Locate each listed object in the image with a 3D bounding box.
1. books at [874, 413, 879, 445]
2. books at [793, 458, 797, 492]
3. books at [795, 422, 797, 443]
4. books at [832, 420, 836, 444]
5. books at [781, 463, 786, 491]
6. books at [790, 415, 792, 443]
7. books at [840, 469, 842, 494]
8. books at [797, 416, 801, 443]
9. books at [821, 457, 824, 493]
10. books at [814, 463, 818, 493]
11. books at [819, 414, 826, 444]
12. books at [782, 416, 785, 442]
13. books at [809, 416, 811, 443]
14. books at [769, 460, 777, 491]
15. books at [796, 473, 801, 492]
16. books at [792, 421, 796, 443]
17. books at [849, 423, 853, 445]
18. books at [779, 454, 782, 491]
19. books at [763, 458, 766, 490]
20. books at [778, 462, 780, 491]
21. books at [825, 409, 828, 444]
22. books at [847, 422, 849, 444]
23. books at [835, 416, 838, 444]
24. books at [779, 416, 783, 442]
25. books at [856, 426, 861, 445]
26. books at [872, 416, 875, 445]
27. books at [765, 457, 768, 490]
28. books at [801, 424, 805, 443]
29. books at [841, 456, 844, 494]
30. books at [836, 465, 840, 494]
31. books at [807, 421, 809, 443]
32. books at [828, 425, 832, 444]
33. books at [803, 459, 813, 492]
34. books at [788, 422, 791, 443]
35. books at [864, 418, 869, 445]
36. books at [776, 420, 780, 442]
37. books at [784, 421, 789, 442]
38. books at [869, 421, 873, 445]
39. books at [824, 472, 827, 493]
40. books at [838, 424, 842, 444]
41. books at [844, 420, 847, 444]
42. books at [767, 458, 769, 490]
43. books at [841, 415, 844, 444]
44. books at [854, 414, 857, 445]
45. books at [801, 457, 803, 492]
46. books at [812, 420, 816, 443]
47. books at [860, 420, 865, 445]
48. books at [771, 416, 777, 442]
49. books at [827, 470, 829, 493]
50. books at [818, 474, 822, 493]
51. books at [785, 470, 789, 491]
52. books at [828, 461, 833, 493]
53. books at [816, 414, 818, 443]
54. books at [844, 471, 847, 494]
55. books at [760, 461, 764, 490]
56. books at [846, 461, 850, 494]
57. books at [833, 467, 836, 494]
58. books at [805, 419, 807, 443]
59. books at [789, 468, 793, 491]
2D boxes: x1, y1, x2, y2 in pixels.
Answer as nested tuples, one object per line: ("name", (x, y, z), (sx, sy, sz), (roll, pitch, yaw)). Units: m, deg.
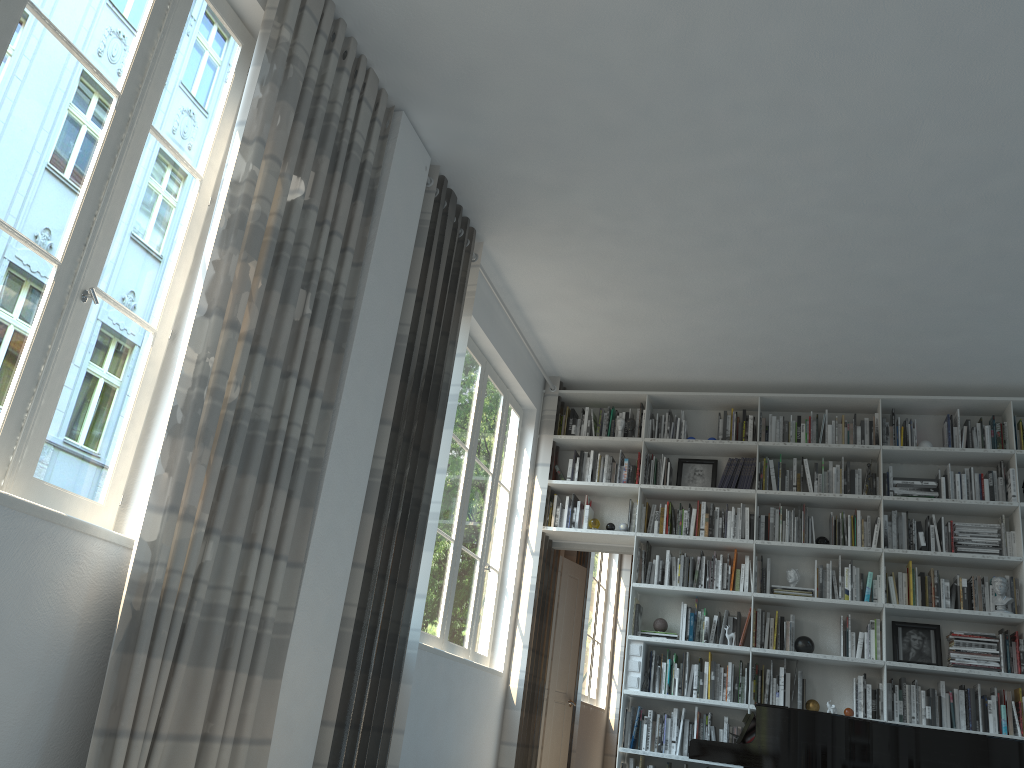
("books", (2.660, 0.378, 6.480), (0.026, 0.287, 0.176), (1, -22, 18))
("books", (2.080, 0.709, 6.525), (0.023, 0.292, 0.156), (1, -22, 18))
("books", (2.132, 0.413, 6.656), (0.012, 0.215, 0.151), (1, -22, 18))
("books", (2.382, 0.404, 6.571), (0.026, 0.235, 0.135), (1, -22, 18))
("books", (1.999, 0.729, 6.534), (0.031, 0.241, 0.182), (1, -22, 18))
("books", (2.096, 0.384, 6.660), (0.010, 0.263, 0.161), (1, -22, 18))
("books", (2.378, 0.743, 6.422), (0.013, 0.230, 0.142), (1, -22, 18))
("books", (2.154, 0.389, 6.658), (0.028, 0.267, 0.152), (1, -22, 18))
("books", (2.266, 0.705, 6.469), (0.012, 0.306, 0.145), (1, -22, 18))
("books", (2.220, 0.727, 6.482), (0.027, 0.264, 0.169), (1, -22, 18))
("books", (2.300, 0.380, 6.591), (0.052, 0.271, 0.173), (1, -22, 18))
("books", (2.042, 0.389, 6.672), (0.012, 0.249, 0.174), (1, -22, 18))
("books", (2.220, 0.390, 6.615), (0.013, 0.250, 0.184), (1, -22, 18))
("books", (1.938, 0.719, 6.574), (0.067, 0.273, 0.168), (1, -22, 18))
("books", (2.102, 0.765, 6.505), (0.034, 0.179, 0.160), (1, -22, 18))
("books", (2.118, 0.408, 6.672), (0.025, 0.234, 0.130), (1, -22, 18))
("books", (2.485, 0.412, 6.506), (0.026, 0.199, 0.188), (1, -22, 18))
("books", (1.983, 0.694, 6.552), (0.012, 0.313, 0.172), (1, -22, 18))
("books", (1.876, 0.712, 6.591), (0.013, 0.282, 0.159), (1, -22, 18))
("books", (1.971, 0.723, 6.553), (0.011, 0.259, 0.158), (1, -22, 18))
("books", (2.338, 0.366, 6.600), (0.014, 0.314, 0.166), (1, -22, 18))
("books", (2.467, 0.409, 6.516), (0.013, 0.206, 0.178), (1, -22, 18))
("books", (2.403, 0.389, 6.572), (0.014, 0.268, 0.157), (1, -22, 18))
("books", (2.027, 0.389, 6.681), (0.023, 0.250, 0.171), (1, -22, 18))
("books", (2.536, 0.424, 6.498), (0.031, 0.184, 0.177), (1, -22, 18))
("books", (2.641, 0.390, 6.486), (0.014, 0.266, 0.172), (1, -22, 18))
("books", (1.896, 0.708, 6.610), (0.014, 0.307, 0.130), (1, -22, 18))
("books", (2.175, 0.417, 6.630), (0.030, 0.200, 0.152), (1, -22, 18))
("books", (2.392, 0.702, 6.423), (0.011, 0.312, 0.184), (1, -22, 18))
("books", (2.361, 0.731, 6.436), (0.028, 0.260, 0.136), (1, -22, 18))
("books", (2.206, 0.406, 6.612), (0.011, 0.215, 0.160), (1, -22, 18))
("books", (2.349, 0.421, 6.564), (0.031, 0.189, 0.182), (1, -22, 18))
("books", (2.169, 0.711, 6.487), (0.075, 0.284, 0.179), (1, -22, 18))
("books", (2.080, 0.409, 6.652), (0.014, 0.206, 0.167), (1, -22, 18))
("books", (2.599, 0.397, 6.511), (0.029, 0.260, 0.152), (1, -22, 18))
("books", (2.002, 0.402, 6.680), (0.023, 0.219, 0.182), (1, -22, 18))
("books", (2.056, 0.403, 6.647), (0.029, 0.207, 0.179), (1, -22, 18))
("books", (2.617, 0.406, 6.478), (0.026, 0.224, 0.173), (1, -22, 18))
("books", (2.284, 0.759, 6.470), (0.024, 0.211, 0.128), (1, -22, 18))
("books", (2.423, 0.419, 6.563), (0.029, 0.212, 0.142), (1, -22, 18))
("books", (2.456, 0.404, 6.536), (0.021, 0.227, 0.161), (1, -22, 18))
("books", (1.900, 0.710, 6.582), (0.010, 0.286, 0.149), (1, -22, 18))
("books", (2.439, 0.384, 6.542), (0.014, 0.265, 0.193), (1, -22, 18))
("books", (2.523, 0.380, 6.528), (0.013, 0.284, 0.160), (1, -22, 18))
("books", (2.136, 0.706, 6.529), (0.013, 0.314, 0.135), (1, -22, 18))
("books", (2.252, 0.404, 6.616), (0.029, 0.234, 0.130), (1, -22, 18))
("books", (2.569, 0.404, 6.508), (0.026, 0.236, 0.149), (1, -22, 18))
("books", (1.979, 0.388, 6.698), (0.031, 0.253, 0.146), (1, -22, 18))
("books", (2.293, 0.751, 6.440), (0.010, 0.207, 0.174), (1, -22, 18))
("books", (2.239, 0.764, 6.453), (0.028, 0.179, 0.169), (1, -22, 18))
("books", (2.026, 0.753, 6.530), (0.024, 0.200, 0.154), (1, -22, 18))
("books", (2.319, 0.720, 6.460), (0.026, 0.285, 0.138), (1, -22, 18))
("books", (2.271, 0.379, 6.603), (0.013, 0.275, 0.165), (1, -22, 18))
("books", (2.408, 0.756, 6.419), (0.024, 0.212, 0.150), (1, -22, 18))
("books", (1.853, 0.719, 6.579), (0.023, 0.255, 0.175), (1, -22, 18))
("books", (2.436, 0.722, 6.427), (0.022, 0.289, 0.147), (1, -22, 18))
("books", (2.331, 0.739, 6.421), (0.021, 0.225, 0.192), (1, -22, 18))
("books", (2.197, 0.401, 6.626), (0.013, 0.233, 0.155), (1, -22, 18))
("books", (2.050, 0.743, 6.519), (0.029, 0.218, 0.158), (1, -22, 18))
